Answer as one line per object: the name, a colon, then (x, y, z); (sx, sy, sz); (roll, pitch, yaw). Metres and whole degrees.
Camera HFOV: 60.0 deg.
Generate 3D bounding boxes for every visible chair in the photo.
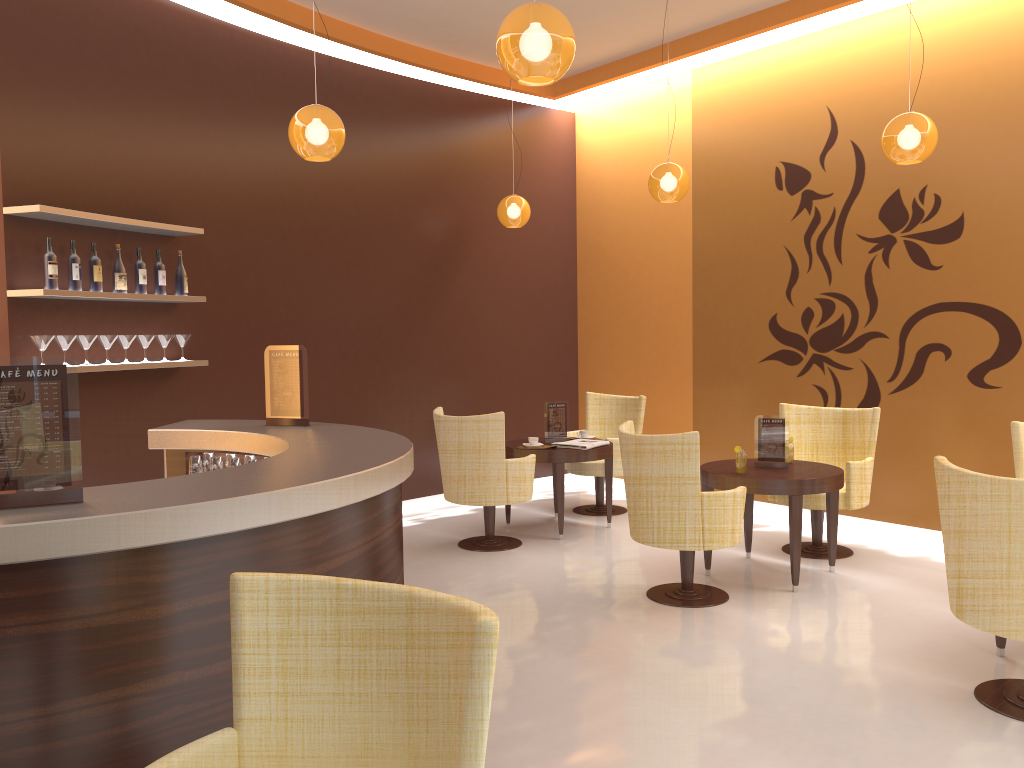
chair: (3.152, 0.729, 4.839); (0.729, 1.017, 0.685); (0, 3, 19)
chair: (2.140, 0.815, 3.603); (0.685, 1.017, 0.729); (-4, 4, -42)
chair: (-0.204, 0.683, 6.517); (0.685, 1.017, 0.729); (-4, 4, -42)
chair: (-0.395, 0.955, 1.783); (0.729, 1.017, 0.685); (1, 4, 29)
chair: (0.983, 0.742, 5.178); (0.685, 1.017, 0.729); (-2, 4, -22)
chair: (2.175, 0.663, 6.242); (0.729, 1.017, 0.685); (2, 4, 39)
chair: (0.804, 0.597, 7.753); (0.685, 1.017, 0.729); (-4, 4, -39)

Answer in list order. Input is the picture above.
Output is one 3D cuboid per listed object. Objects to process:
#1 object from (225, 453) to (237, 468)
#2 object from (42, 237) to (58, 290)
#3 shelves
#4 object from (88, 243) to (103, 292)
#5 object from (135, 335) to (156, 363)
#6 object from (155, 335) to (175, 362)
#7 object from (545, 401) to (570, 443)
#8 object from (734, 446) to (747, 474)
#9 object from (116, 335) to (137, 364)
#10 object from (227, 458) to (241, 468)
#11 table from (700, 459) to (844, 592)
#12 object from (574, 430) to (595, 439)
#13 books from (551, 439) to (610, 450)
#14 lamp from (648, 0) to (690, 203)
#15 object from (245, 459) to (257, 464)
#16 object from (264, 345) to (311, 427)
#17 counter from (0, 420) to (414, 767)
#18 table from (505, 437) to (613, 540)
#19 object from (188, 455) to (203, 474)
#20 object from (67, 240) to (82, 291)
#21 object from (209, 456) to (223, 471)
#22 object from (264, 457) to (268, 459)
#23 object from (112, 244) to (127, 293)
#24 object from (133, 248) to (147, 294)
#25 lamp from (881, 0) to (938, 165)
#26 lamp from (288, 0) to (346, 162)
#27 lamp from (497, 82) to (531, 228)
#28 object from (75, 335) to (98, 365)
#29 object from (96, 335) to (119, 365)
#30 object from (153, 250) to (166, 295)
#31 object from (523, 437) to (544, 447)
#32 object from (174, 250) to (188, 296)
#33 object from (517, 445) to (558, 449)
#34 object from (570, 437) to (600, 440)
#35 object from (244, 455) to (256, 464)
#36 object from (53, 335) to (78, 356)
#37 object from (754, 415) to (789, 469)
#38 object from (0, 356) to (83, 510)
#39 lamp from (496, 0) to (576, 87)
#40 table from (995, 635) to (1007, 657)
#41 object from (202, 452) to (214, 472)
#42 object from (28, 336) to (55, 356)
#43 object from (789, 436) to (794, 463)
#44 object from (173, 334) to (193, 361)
object: (-1.428, 0.429, 4.518); (0.067, 0.148, 0.067); (-3, 4, -34)
object: (-2.560, -0.663, 4.914); (0.073, 0.297, 0.073); (-1, 3, -1)
shelves: (-2.650, -0.438, 3.653); (0.586, 0.902, 4.744); (0, 3, 8)
object: (-2.457, -0.682, 5.224); (0.073, 0.297, 0.073); (-4, 4, -41)
object: (-2.315, -0.222, 5.596); (0.137, 0.174, 0.137); (1, 4, 26)
object: (-2.249, -0.231, 5.738); (0.137, 0.174, 0.137); (-2, 3, -14)
object: (0.362, 0.303, 7.103); (0.209, 0.335, 0.042); (-2, 3, -16)
object: (1.407, 0.464, 5.441); (0.067, 0.171, 0.072); (1, 4, 34)
object: (-2.376, -0.213, 5.455); (0.137, 0.174, 0.137); (1, 4, 26)
object: (-1.360, 0.437, 4.348); (0.067, 0.148, 0.067); (-3, 4, -31)
table: (1.648, 0.874, 5.658); (0.872, 0.679, 0.874); (-1, 3, -7)
object: (0.596, 0.417, 7.283); (0.153, 0.069, 0.153); (1, 4, 35)
books: (0.536, 0.464, 6.865); (0.345, 0.035, 0.367); (2, 4, 41)
lamp: (1.135, -2.079, 6.438); (0.299, 1.500, 0.299); (-1, 3, 4)
object: (-1.255, 0.440, 4.275); (0.067, 0.148, 0.067); (2, 4, 38)
object: (-1.160, 0.009, 4.561); (0.258, 0.414, 0.052); (0, 3, 20)
counter: (-1.190, 0.828, 3.496); (1.586, 1.100, 2.917); (0, 3, 6)
table: (0.369, 0.812, 7.081); (0.872, 0.679, 0.874); (-1, 3, -2)
object: (-1.590, 0.435, 4.455); (0.067, 0.148, 0.067); (-2, 3, -13)
object: (-2.507, -0.673, 5.077); (0.073, 0.297, 0.073); (-1, 3, -1)
object: (-1.470, 0.435, 4.412); (0.067, 0.148, 0.067); (-3, 4, -34)
object: (-1.190, 0.434, 4.368); (0.067, 0.148, 0.067); (-2, 3, -21)
object: (-2.394, -0.698, 5.400); (0.086, 0.303, 0.086); (1, 4, 35)
object: (-2.325, -0.702, 5.543); (0.073, 0.297, 0.073); (-1, 3, -1)
lamp: (2.262, -2.015, 5.037); (0.299, 1.500, 0.299); (-2, 3, -14)
lamp: (-1.048, -1.947, 4.689); (0.299, 1.500, 0.299); (-2, 3, -21)
lamp: (0.007, -2.142, 7.840); (0.299, 1.500, 0.299); (-3, 4, -39)
object: (-2.486, -0.197, 5.176); (0.137, 0.174, 0.137); (1, 4, 26)
object: (-2.428, -0.204, 5.318); (0.137, 0.174, 0.137); (1, 4, 26)
object: (-2.261, -0.712, 5.688); (0.073, 0.297, 0.073); (-1, 3, -1)
object: (0.164, 0.448, 6.843); (0.153, 0.069, 0.153); (-2, 3, -12)
object: (-2.185, -0.727, 5.846); (0.086, 0.303, 0.086); (-2, 4, -24)
object: (0.152, 0.478, 6.831); (0.239, 0.021, 0.464); (-2, 4, -25)
object: (0.615, 0.445, 7.290); (0.239, 0.021, 0.464); (-4, 4, -42)
object: (-1.312, 0.431, 4.451); (0.067, 0.148, 0.067); (1, 4, 28)
object: (-2.536, -0.188, 5.029); (0.137, 0.174, 0.137); (0, 3, 16)
object: (1.035, 0.335, 6.368); (0.187, 0.335, 2.090); (-4, 4, -42)
object: (-1.335, 0.132, 2.447); (0.258, 0.414, 0.052); (-2, 4, -25)
lamp: (0.080, -1.884, 3.287); (0.299, 1.500, 0.299); (1, 4, 29)
table: (2.713, 0.943, 4.167); (0.872, 0.679, 0.874); (-1, 3, -2)
object: (-1.559, 0.428, 4.563); (0.067, 0.148, 0.067); (-4, 4, -40)
object: (-2.586, -0.179, 4.883); (0.137, 0.174, 0.137); (0, 3, 16)
object: (1.831, 0.434, 5.864); (0.067, 0.171, 0.072); (0, 3, 9)
object: (-2.186, -0.240, 5.880); (0.137, 0.174, 0.137); (1, 4, 26)
